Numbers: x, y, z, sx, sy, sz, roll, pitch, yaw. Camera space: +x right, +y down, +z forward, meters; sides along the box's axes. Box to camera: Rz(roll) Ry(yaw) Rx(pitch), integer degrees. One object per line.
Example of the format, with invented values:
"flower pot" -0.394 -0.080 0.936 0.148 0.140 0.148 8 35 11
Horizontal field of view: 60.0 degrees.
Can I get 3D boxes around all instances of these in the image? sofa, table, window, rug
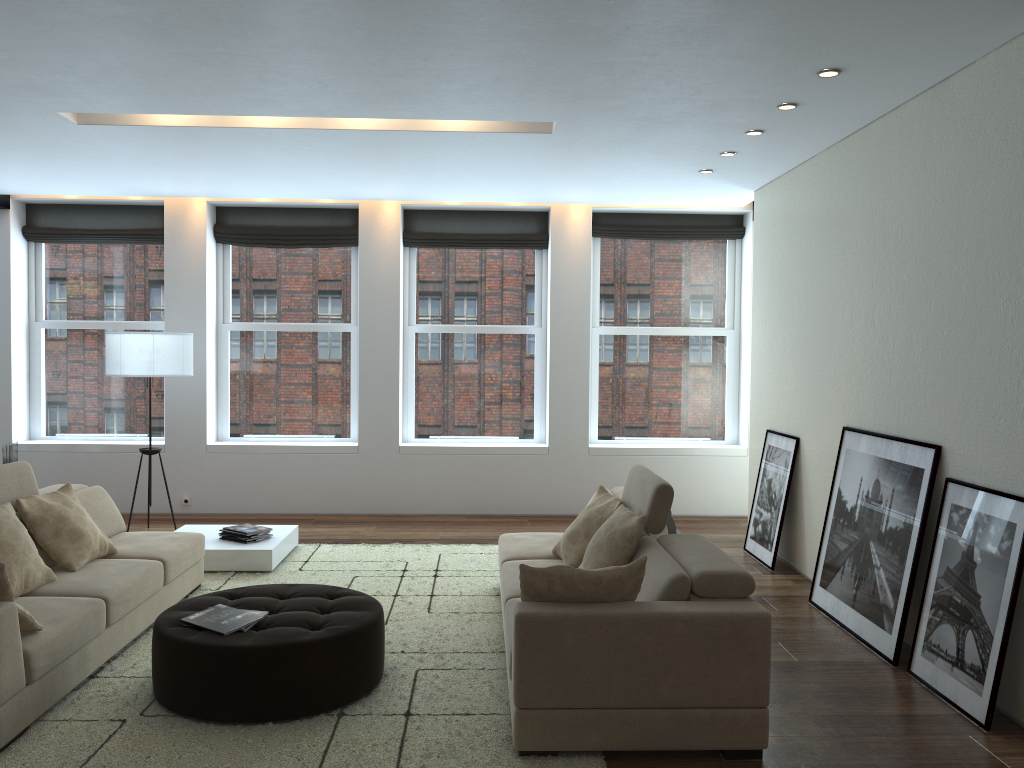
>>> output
"sofa" -2.486 0.928 4.595 1.021 0.950 2.581 1 2 -2
"table" -2.151 1.230 6.667 0.900 0.170 0.900 1 2 -2
"sofa" 0.459 0.954 4.701 1.021 0.950 2.581 1 2 -2
"window" -4.046 -0.559 8.779 1.432 2.400 0.123 1 2 -2
"window" -2.210 -0.543 8.846 1.442 2.400 0.123 1 2 -2
"rug" -1.193 1.389 5.088 2.972 0.020 4.231 1 2 -2
"window" 1.532 -0.510 8.980 1.563 2.400 0.123 1 2 -2
"window" -0.370 -0.527 8.912 1.443 2.400 0.123 1 2 -2

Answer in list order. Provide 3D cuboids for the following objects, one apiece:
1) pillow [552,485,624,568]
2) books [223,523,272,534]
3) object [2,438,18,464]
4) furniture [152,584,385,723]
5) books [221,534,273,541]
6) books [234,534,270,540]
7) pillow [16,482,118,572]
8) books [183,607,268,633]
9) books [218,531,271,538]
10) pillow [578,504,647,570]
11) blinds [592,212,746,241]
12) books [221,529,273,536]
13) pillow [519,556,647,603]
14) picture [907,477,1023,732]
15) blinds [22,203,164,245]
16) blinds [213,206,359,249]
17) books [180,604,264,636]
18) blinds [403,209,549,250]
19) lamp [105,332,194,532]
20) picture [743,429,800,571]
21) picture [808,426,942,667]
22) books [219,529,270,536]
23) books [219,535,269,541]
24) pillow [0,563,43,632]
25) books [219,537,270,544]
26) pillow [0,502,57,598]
"pillow" 0.447 0.822 5.067 0.368 0.416 0.519 0 2 -7
"books" -1.969 1.077 6.598 0.300 0.010 0.220 2 3 38
"object" -4.465 0.878 7.895 0.458 0.781 0.458 0 2 -3
"furniture" -1.137 1.234 4.202 1.057 0.355 1.057 1 2 0
"books" -1.969 1.135 6.600 0.300 0.010 0.220 1 2 18
"books" -1.969 1.115 6.599 0.220 0.010 0.300 -1 3 -42
"pillow" -2.499 0.796 4.961 0.368 0.416 0.519 1 2 2
"books" -1.287 1.061 3.998 0.300 0.031 0.219 1 2 13
"books" -1.983 1.106 6.578 0.300 0.010 0.220 1 2 23
"pillow" 0.483 0.834 4.443 0.301 0.439 0.534 0 2 -6
"blinds" 1.546 -1.576 8.881 1.563 0.275 0.156 1 2 -2
"books" -1.969 1.096 6.598 0.300 0.010 0.220 1 2 13
"pillow" 0.272 0.880 3.676 0.518 0.393 0.395 0 2 -6
"picture" 2.095 0.970 4.093 0.195 0.988 0.700 1 2 -2
"blinds" -4.033 -1.570 8.666 1.431 0.395 0.183 1 2 -2
"blinds" -2.196 -1.548 8.748 1.439 0.424 0.156 1 2 -2
"books" -1.301 1.054 3.976 0.301 0.040 0.220 2 2 33
"blinds" -0.356 -1.539 8.814 1.442 0.393 0.156 1 2 -2
"lamp" -3.102 0.425 7.607 0.698 1.728 0.698 1 2 22
"picture" 1.998 0.873 6.865 0.195 0.988 0.700 1 2 -2
"picture" 2.046 0.860 5.109 0.225 1.140 1.183 1 2 -2
"books" -1.983 1.087 6.577 0.300 0.010 0.220 2 2 33
"books" -1.983 1.125 6.578 0.300 0.010 0.220 2 2 33
"pillow" -2.225 0.858 3.586 0.518 0.393 0.395 1 2 1
"books" -1.983 1.145 6.579 0.300 0.010 0.220 2 2 33
"pillow" -2.490 0.807 4.336 0.301 0.439 0.534 1 2 1
